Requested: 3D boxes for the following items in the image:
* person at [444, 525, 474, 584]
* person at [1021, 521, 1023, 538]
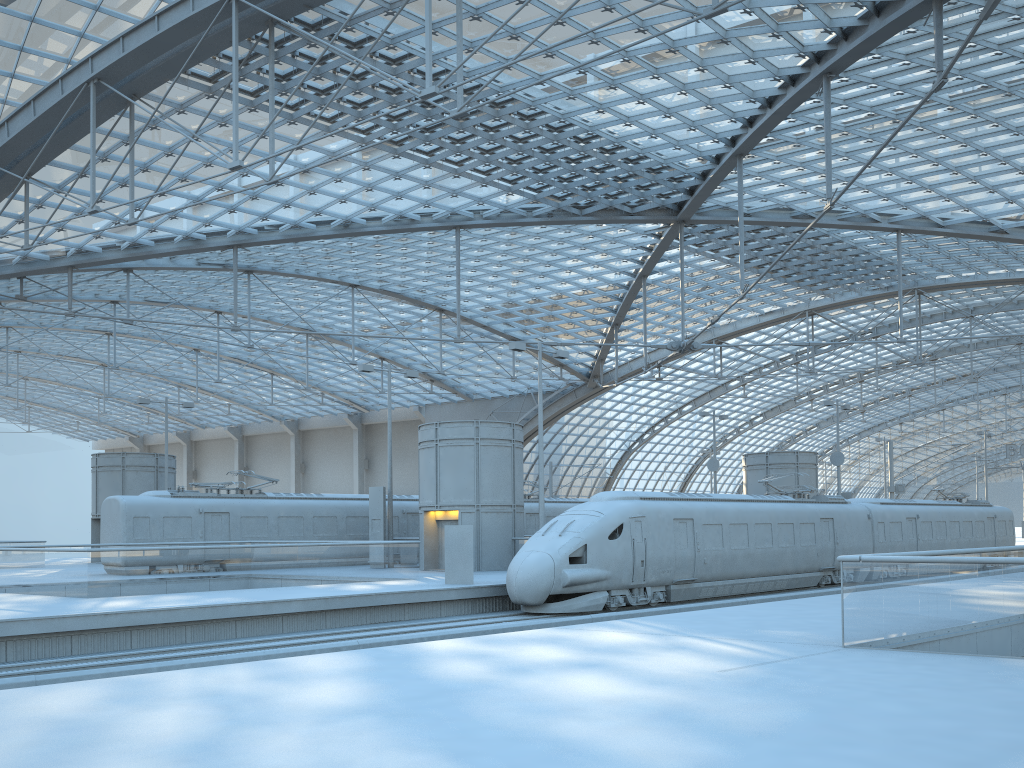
[{"bbox_3d":[-1.476,4.821,24.710,0.876,1.700,0.001,-2,-2,20],"label":"person"},{"bbox_3d":[45.805,12.998,78.312,0.001,1.606,0.713,1,-3,-39],"label":"person"}]
